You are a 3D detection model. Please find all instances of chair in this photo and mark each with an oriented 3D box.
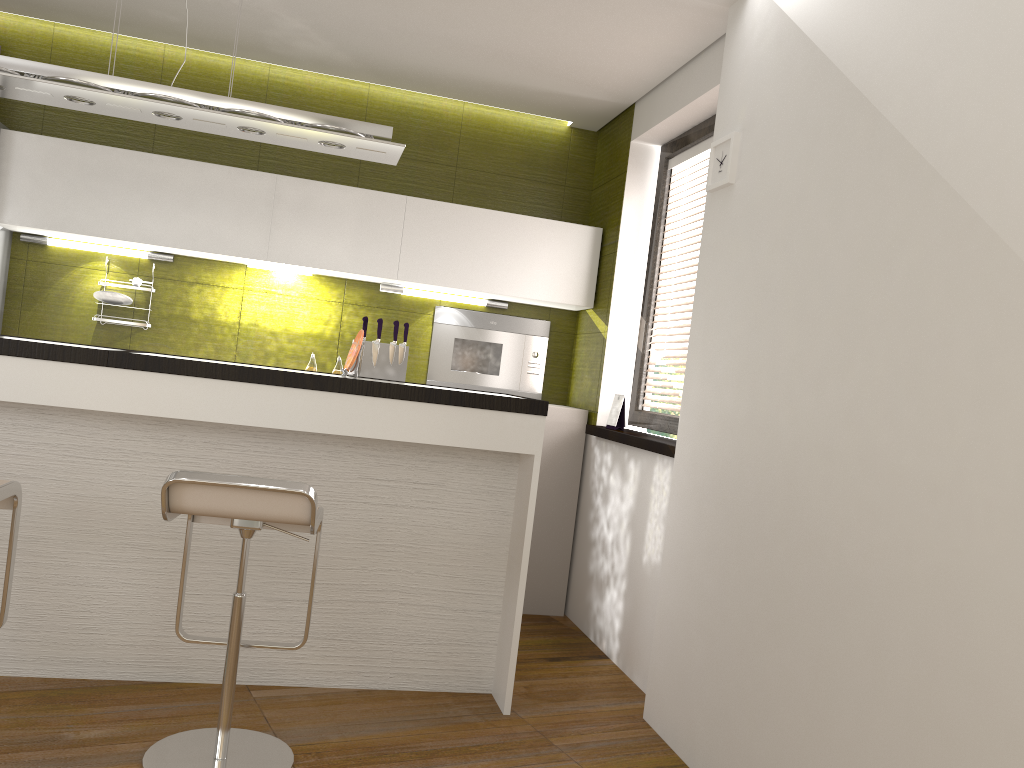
[{"bbox_3d":[-0.790,0.665,2.540,0.418,0.857,0.460,7,0,-8],"label":"chair"},{"bbox_3d":[-1.608,0.567,2.344,0.418,0.857,0.460,7,0,-13],"label":"chair"}]

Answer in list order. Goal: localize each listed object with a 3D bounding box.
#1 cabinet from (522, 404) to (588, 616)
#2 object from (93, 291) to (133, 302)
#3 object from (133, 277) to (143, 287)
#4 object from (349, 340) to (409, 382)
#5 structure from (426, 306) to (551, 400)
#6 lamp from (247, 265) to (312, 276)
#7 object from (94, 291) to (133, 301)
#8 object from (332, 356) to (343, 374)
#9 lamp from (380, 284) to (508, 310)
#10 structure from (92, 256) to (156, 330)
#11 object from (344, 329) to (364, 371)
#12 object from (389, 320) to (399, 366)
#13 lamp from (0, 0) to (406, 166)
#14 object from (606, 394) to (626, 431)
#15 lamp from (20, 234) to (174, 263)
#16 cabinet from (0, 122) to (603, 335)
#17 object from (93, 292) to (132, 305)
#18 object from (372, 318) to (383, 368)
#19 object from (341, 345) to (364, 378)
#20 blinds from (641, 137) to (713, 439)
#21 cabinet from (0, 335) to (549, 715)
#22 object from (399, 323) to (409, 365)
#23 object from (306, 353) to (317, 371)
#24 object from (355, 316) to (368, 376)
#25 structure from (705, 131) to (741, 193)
[{"bbox_3d":[-1.138,0.500,4.524,2.940,1.086,0.465,7,0,-13],"label":"cabinet"},{"bbox_3d":[-1.996,-0.429,4.437,0.181,0.052,0.173,7,0,-13],"label":"object"},{"bbox_3d":[-1.903,-0.515,4.500,0.046,0.053,0.051,7,0,18],"label":"object"},{"bbox_3d":[-0.711,-0.106,4.727,0.293,0.227,0.107,7,0,-13],"label":"object"},{"bbox_3d":[-0.128,-0.159,4.964,0.663,0.469,0.015,7,0,-13],"label":"structure"},{"bbox_3d":[-1.229,-0.600,4.700,0.334,0.008,0.008,7,0,-13],"label":"lamp"},{"bbox_3d":[-1.996,-0.432,4.438,0.181,0.052,0.173,7,0,-13],"label":"object"},{"bbox_3d":[-0.916,-0.089,4.684,0.059,0.121,0.059,7,0,44],"label":"object"},{"bbox_3d":[-0.366,-0.478,4.862,0.716,0.041,0.095,7,0,-14],"label":"lamp"},{"bbox_3d":[-1.950,-0.460,4.480,0.266,0.346,0.110,7,0,-13],"label":"structure"},{"bbox_3d":[-0.625,-0.130,3.505,0.055,0.178,0.184,7,0,-17],"label":"object"},{"bbox_3d":[-0.628,-0.218,4.701,0.036,0.243,0.013,7,0,-13],"label":"object"},{"bbox_3d":[-1.192,-1.296,3.172,1.677,0.683,0.326,7,0,-13],"label":"lamp"},{"bbox_3d":[0.514,0.137,4.318,0.057,0.169,0.106,7,0,-19],"label":"object"},{"bbox_3d":[-2.087,-0.684,4.480,0.715,0.041,0.041,7,0,-13],"label":"lamp"},{"bbox_3d":[-1.363,-0.032,4.580,3.471,2.089,0.724,7,0,-13],"label":"cabinet"},{"bbox_3d":[-1.996,-0.426,4.436,0.181,0.052,0.173,7,0,-13],"label":"object"},{"bbox_3d":[-0.715,-0.218,4.681,0.042,0.264,0.013,7,0,-13],"label":"object"},{"bbox_3d":[-0.630,-0.093,3.504,0.072,0.131,0.088,7,0,-18],"label":"object"},{"bbox_3d":[3.349,-2.728,7.463,16.000,12.704,9.030,7,0,26],"label":"blinds"},{"bbox_3d":[-1.434,0.445,3.158,2.947,1.134,0.663,7,0,-13],"label":"cabinet"},{"bbox_3d":[-0.579,-0.213,4.713,0.040,0.231,0.013,7,0,-13],"label":"object"},{"bbox_3d":[-1.046,-0.104,4.640,0.059,0.121,0.059,7,0,33],"label":"object"},{"bbox_3d":[-0.797,-0.190,4.663,0.046,0.339,0.013,7,0,-13],"label":"object"},{"bbox_3d":[0.753,-0.790,3.169,0.026,0.180,0.180,7,0,-13],"label":"structure"}]
